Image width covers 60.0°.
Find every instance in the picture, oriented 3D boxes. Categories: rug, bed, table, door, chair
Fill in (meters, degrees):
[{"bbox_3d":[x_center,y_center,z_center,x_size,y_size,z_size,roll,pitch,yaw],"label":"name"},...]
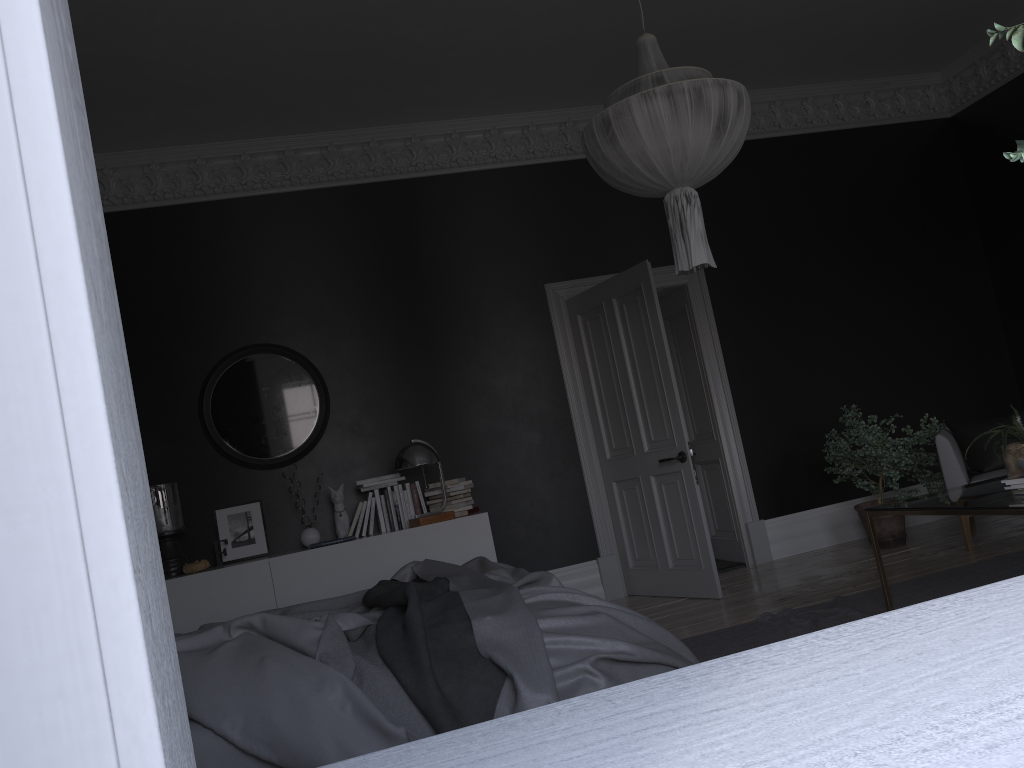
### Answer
[{"bbox_3d":[2.689,1.016,4.395,3.642,0.050,2.111,-10,-6,-14],"label":"rug"},{"bbox_3d":[-0.838,0.986,3.413,3.279,1.296,2.773,-9,-6,-26],"label":"bed"},{"bbox_3d":[2.715,0.727,4.282,1.447,0.557,1.095,-10,-6,-14],"label":"table"},{"bbox_3d":[0.947,0.387,6.566,0.216,2.370,1.101,-9,-5,-27],"label":"door"},{"bbox_3d":[3.445,0.618,6.140,0.820,0.861,0.770,-14,-6,26],"label":"chair"}]

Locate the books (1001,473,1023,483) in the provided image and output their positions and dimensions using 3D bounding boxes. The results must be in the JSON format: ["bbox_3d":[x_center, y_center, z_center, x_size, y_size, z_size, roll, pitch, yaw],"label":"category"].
[{"bbox_3d":[2.400,0.401,3.987,0.318,0.011,0.253,-7,-7,-38],"label":"books"}]

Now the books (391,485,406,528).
[{"bbox_3d":[-0.820,0.886,6.385,0.030,0.306,0.221,-10,-5,-14],"label":"books"}]

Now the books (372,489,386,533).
[{"bbox_3d":[-0.954,0.909,6.350,0.030,0.306,0.221,-10,-5,-14],"label":"books"}]

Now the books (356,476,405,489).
[{"bbox_3d":[-0.941,0.708,6.350,0.307,0.024,0.221,-9,-6,-24],"label":"books"}]

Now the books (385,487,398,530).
[{"bbox_3d":[-0.863,0.890,6.345,0.024,0.307,0.220,-10,-5,-14],"label":"books"}]

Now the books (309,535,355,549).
[{"bbox_3d":[-1.201,1.058,5.931,0.289,0.030,0.193,-11,-6,-9],"label":"books"}]

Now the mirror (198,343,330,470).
[{"bbox_3d":[-1.791,0.159,6.438,0.923,0.923,0.061,-10,-5,-14],"label":"mirror"}]

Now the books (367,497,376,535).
[{"bbox_3d":[-1.000,0.940,6.308,0.091,0.256,0.196,-10,-5,-14],"label":"books"}]

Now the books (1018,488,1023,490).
[{"bbox_3d":[2.459,0.433,3.996,0.253,0.011,0.318,-16,-8,42],"label":"books"}]

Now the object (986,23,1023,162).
[{"bbox_3d":[0.748,-0.429,0.942,0.475,1.132,0.505,-14,-5,25],"label":"object"}]

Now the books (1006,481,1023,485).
[{"bbox_3d":[2.410,0.410,3.987,0.318,0.011,0.253,-6,-8,-43],"label":"books"}]

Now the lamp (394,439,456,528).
[{"bbox_3d":[-0.623,0.673,6.121,0.340,0.589,0.329,-8,-6,-34],"label":"lamp"}]

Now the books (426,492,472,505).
[{"bbox_3d":[-0.459,0.833,6.449,0.290,0.030,0.193,-13,-6,17],"label":"books"}]

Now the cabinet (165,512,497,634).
[{"bbox_3d":[-1.288,1.551,6.027,2.394,0.881,0.571,-10,-5,-14],"label":"cabinet"}]

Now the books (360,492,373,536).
[{"bbox_3d":[-1.035,0.925,6.300,0.126,0.295,0.220,-10,-5,-14],"label":"books"}]

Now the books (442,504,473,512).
[{"bbox_3d":[-0.401,0.909,6.427,0.228,0.025,0.320,-11,-6,-4],"label":"books"}]

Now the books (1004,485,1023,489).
[{"bbox_3d":[2.418,0.429,3.978,0.318,0.011,0.253,-8,-7,-33],"label":"books"}]

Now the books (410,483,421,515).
[{"bbox_3d":[-0.699,0.867,6.389,0.038,0.295,0.236,-10,-5,-14],"label":"books"}]

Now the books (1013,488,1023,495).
[{"bbox_3d":[2.401,0.460,3.974,0.231,0.023,0.163,-10,-6,-14],"label":"books"}]

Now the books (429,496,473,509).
[{"bbox_3d":[-0.446,0.860,6.441,0.202,0.029,0.269,-6,-8,-44],"label":"books"}]

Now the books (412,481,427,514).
[{"bbox_3d":[-0.659,0.854,6.398,0.050,0.307,0.220,-10,-5,-14],"label":"books"}]

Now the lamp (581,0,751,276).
[{"bbox_3d":[0.650,-1.513,4.164,0.785,2.045,0.782,-14,-5,29],"label":"lamp"}]

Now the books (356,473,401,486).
[{"bbox_3d":[-0.954,0.685,6.378,0.306,0.030,0.221,-11,-6,-4],"label":"books"}]

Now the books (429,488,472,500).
[{"bbox_3d":[-0.452,0.800,6.445,0.192,0.030,0.290,-7,-7,-40],"label":"books"}]

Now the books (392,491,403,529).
[{"bbox_3d":[-0.825,0.900,6.312,0.029,0.269,0.205,-10,-5,-14],"label":"books"}]

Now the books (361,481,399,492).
[{"bbox_3d":[-0.943,0.734,6.348,0.258,0.026,0.196,-11,-6,-4],"label":"books"}]

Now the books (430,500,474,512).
[{"bbox_3d":[-0.435,0.887,6.430,0.229,0.031,0.318,-13,-6,15],"label":"books"}]

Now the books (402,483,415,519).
[{"bbox_3d":[-0.740,0.871,6.406,0.030,0.306,0.221,-10,-5,-14],"label":"books"}]

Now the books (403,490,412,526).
[{"bbox_3d":[-0.756,0.896,6.371,0.026,0.258,0.196,-10,-5,-14],"label":"books"}]

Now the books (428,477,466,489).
[{"bbox_3d":[-0.470,0.718,6.436,0.220,0.030,0.307,-12,-6,5],"label":"books"}]

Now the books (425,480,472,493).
[{"bbox_3d":[-0.467,0.748,6.475,0.220,0.024,0.308,-7,-7,-39],"label":"books"}]

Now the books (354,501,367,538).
[{"bbox_3d":[-1.076,0.959,6.288,0.132,0.244,0.196,-10,-5,-14],"label":"books"}]

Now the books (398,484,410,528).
[{"bbox_3d":[-0.788,0.877,6.365,0.024,0.307,0.220,-10,-5,-14],"label":"books"}]

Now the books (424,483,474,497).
[{"bbox_3d":[-0.454,0.771,6.454,0.307,0.030,0.221,-13,-6,15],"label":"books"}]

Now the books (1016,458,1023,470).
[{"bbox_3d":[2.471,0.376,4.016,0.273,0.109,0.322,-13,-6,20],"label":"books"}]

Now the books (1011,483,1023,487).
[{"bbox_3d":[2.431,0.416,3.984,0.318,0.011,0.253,-6,-8,-43],"label":"books"}]

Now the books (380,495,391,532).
[{"bbox_3d":[-0.912,0.923,6.331,0.026,0.258,0.196,-10,-5,-14],"label":"books"}]

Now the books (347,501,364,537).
[{"bbox_3d":[-1.109,0.960,6.249,0.158,0.246,0.203,-10,-5,-14],"label":"books"}]

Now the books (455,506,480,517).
[{"bbox_3d":[-0.387,0.937,6.417,0.235,0.038,0.295,-13,-6,13],"label":"books"}]

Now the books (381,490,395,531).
[{"bbox_3d":[-0.882,0.899,6.315,0.030,0.289,0.193,-10,-5,-15],"label":"books"}]
